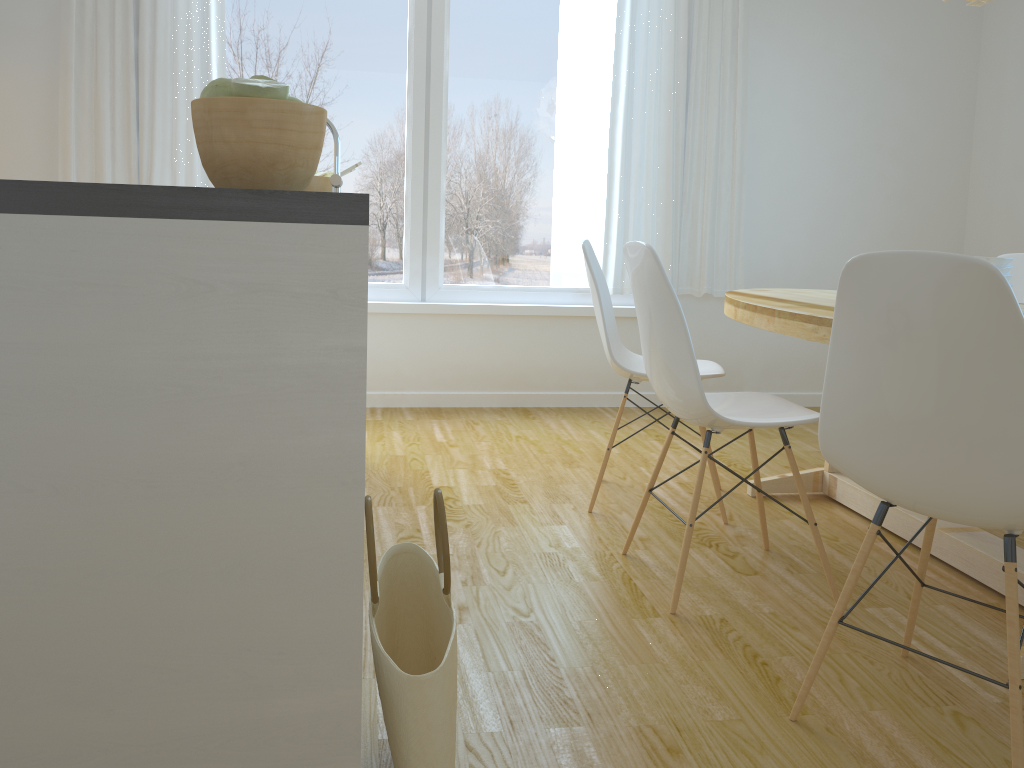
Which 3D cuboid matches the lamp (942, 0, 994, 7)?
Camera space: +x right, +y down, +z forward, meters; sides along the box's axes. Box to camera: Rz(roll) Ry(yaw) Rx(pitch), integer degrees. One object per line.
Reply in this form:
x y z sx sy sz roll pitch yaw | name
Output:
1.309 -1.599 2.381 0.647 1.127 0.644 1 7 -11 | lamp

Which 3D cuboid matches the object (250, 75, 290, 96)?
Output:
-0.402 -0.466 1.451 0.077 0.071 0.074 4 8 15 | object

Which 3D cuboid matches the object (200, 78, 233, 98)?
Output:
-0.442 -0.428 1.390 0.086 0.098 0.103 3 8 11 | object

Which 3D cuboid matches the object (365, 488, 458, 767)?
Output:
0.243 0.388 1.683 1.191 0.498 0.474 -4 9 -32 | object

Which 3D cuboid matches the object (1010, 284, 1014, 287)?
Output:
1.400 -0.259 2.627 0.152 0.082 0.153 7 10 29 | object

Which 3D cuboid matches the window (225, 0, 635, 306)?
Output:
-0.440 -1.382 4.567 2.726 1.905 0.089 0 6 -10 | window

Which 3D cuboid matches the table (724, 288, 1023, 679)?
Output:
1.311 0.156 2.564 1.193 0.720 2.208 0 9 -11 | table

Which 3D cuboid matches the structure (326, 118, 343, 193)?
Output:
-0.444 -0.490 1.918 0.162 0.214 0.097 1 7 -10 | structure

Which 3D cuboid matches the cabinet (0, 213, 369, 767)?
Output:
-0.693 0.046 2.285 0.600 0.903 2.420 1 9 -10 | cabinet

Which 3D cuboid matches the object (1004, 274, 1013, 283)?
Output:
1.397 -0.282 2.627 0.151 0.092 0.153 7 10 29 | object

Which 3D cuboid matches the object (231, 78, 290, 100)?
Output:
-0.377 -0.430 1.327 0.086 0.065 0.084 2 8 2 | object

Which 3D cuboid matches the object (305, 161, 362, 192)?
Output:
-0.800 -0.712 3.187 0.379 0.212 0.432 5 9 18 | object

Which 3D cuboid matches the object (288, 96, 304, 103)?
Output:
-0.362 -0.413 1.406 0.081 0.085 0.098 -6 11 -45 | object

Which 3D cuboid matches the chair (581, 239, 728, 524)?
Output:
0.492 -0.041 3.059 0.523 0.895 0.433 3 7 10 | chair

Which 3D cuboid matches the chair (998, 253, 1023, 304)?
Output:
1.811 -0.053 3.390 0.524 0.895 0.432 -3 8 -35 | chair

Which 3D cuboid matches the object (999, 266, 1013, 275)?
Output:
1.395 -0.306 2.624 0.151 0.095 0.153 3 9 7 | object

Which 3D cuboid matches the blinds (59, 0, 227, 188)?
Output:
-1.730 -1.534 4.127 0.795 2.145 0.151 1 6 -10 | blinds

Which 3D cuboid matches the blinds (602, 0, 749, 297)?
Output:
0.895 -1.526 4.583 0.795 2.145 0.151 1 6 -10 | blinds

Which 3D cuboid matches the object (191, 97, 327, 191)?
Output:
-0.396 -0.364 1.394 0.206 0.141 0.205 9 11 41 | object

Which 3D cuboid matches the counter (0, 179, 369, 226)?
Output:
-0.678 -0.423 2.236 0.600 0.040 2.420 0 10 -10 | counter

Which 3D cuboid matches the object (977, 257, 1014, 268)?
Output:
1.399 -0.334 2.623 0.152 0.086 0.153 5 9 18 | object

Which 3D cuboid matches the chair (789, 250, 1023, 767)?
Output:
0.824 0.212 1.611 0.524 0.895 0.432 -4 9 -40 | chair
